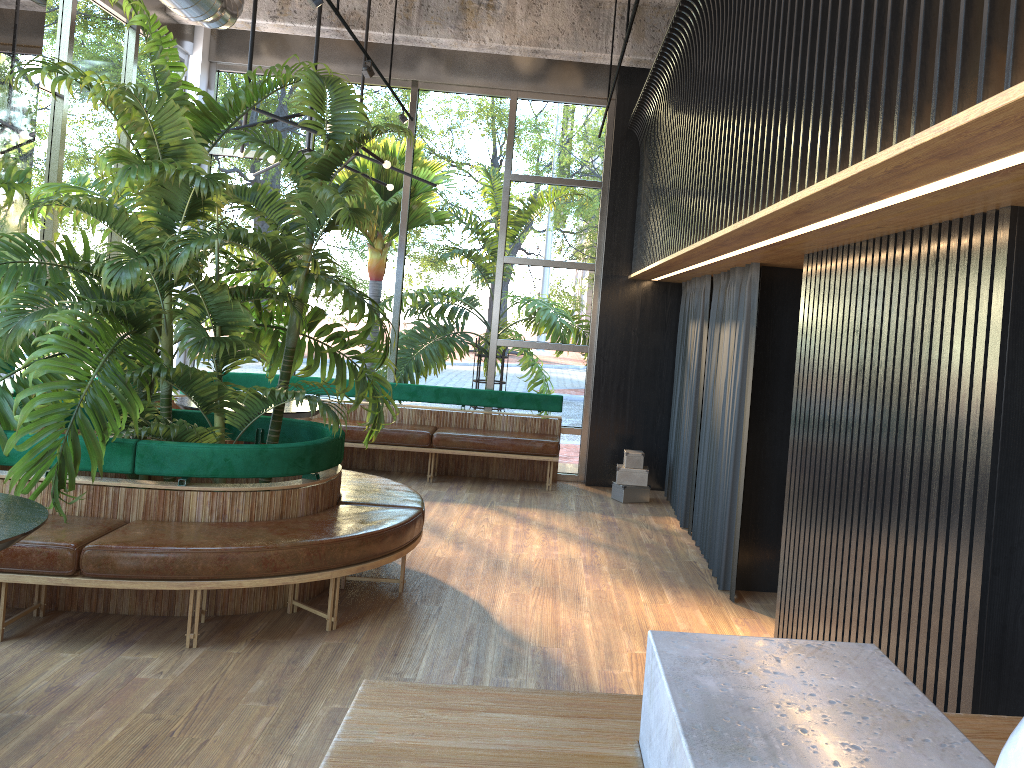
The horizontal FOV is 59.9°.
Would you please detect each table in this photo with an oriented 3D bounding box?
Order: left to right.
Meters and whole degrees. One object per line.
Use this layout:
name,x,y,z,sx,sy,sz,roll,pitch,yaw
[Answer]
table,-2.207,0.828,2.934,1.145,0.749,1.058,3,4,-31
table,-2.041,0.522,6.877,1.133,0.749,1.069,3,3,-20

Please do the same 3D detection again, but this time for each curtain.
curtain,1.475,0.142,6.882,0.122,2.054,3.276,5,3,2

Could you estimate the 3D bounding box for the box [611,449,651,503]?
box,1.087,0.830,8.032,0.337,0.441,0.276,4,1,-12

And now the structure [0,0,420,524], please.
structure,-1.843,-0.620,5.289,2.488,3.431,2.614,4,2,-15

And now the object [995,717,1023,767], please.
object,0.336,0.206,0.470,0.330,0.397,0.306,3,2,-42

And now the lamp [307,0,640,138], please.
lamp,-1.027,-2.413,3.157,3.806,1.527,10.021,4,5,-1
